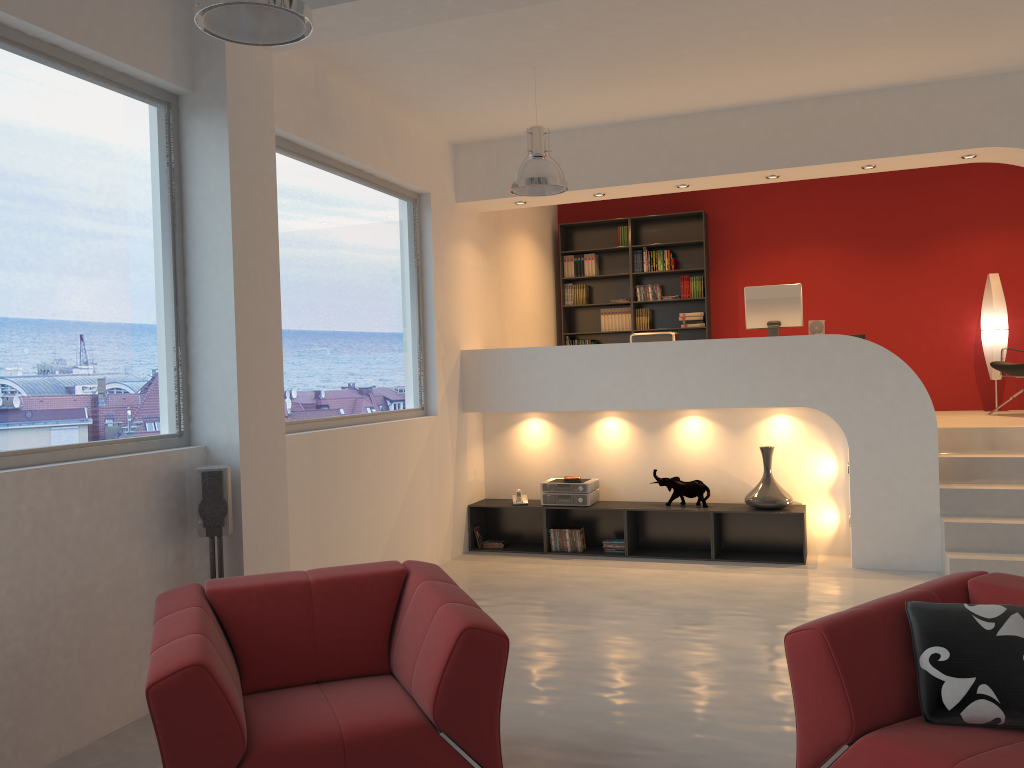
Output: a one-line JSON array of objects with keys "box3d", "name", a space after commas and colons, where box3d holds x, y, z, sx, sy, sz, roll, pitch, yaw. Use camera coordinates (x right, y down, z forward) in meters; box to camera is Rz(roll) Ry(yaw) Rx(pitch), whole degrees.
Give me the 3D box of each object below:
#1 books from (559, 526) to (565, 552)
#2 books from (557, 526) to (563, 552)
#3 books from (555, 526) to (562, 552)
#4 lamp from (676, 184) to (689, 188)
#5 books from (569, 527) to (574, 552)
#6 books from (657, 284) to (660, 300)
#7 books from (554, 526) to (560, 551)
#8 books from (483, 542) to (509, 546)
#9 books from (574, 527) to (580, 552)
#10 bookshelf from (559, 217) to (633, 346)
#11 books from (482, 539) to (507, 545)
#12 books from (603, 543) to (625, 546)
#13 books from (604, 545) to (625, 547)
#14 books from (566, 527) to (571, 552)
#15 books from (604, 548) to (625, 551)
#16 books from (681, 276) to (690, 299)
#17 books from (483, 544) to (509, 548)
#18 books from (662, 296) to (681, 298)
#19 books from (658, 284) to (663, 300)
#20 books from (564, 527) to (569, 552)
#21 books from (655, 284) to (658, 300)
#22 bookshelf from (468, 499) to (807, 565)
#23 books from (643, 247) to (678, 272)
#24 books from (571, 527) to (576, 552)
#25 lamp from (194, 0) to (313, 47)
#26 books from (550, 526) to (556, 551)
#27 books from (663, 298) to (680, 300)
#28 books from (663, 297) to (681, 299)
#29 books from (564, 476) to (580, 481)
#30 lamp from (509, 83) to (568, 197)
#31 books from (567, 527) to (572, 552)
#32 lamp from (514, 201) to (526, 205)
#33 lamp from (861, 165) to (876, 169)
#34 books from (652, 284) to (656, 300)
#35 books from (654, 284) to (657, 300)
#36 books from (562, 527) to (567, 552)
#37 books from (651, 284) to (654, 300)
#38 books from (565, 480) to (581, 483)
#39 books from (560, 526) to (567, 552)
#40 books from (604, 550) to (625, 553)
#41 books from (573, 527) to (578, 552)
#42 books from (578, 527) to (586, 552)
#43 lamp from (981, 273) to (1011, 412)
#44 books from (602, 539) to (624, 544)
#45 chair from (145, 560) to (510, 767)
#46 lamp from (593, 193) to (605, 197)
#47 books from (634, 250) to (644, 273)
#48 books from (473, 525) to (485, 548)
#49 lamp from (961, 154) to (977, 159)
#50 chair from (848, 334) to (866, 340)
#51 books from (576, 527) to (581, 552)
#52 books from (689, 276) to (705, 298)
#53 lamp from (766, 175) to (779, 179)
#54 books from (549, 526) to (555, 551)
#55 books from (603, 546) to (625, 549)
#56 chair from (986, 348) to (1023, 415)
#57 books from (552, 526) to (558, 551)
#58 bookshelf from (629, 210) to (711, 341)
[{"box3d": [0.434, 1.313, 7.516, 0.031, 0.190, 0.135, -2, 1, 20], "name": "books"}, {"box3d": [0.419, 1.313, 7.521, 0.031, 0.190, 0.135, -2, 1, 20], "name": "books"}, {"box3d": [0.405, 1.314, 7.526, 0.031, 0.190, 0.135, -2, 1, 20], "name": "books"}, {"box3d": [1.386, -1.602, 7.193, 0.105, 0.011, 0.105, -2, 1, 9], "name": "lamp"}, {"box3d": [0.518, 1.311, 7.485, 0.031, 0.190, 0.135, -2, 1, 20], "name": "books"}, {"box3d": [1.648, -1.019, 9.926, 0.031, 0.190, 0.135, -2, 1, 20], "name": "books"}, {"box3d": [0.391, 1.314, 7.531, 0.031, 0.190, 0.135, -2, 1, 20], "name": "books"}, {"box3d": [-0.137, 1.401, 7.780, 0.190, 0.015, 0.135, -2, 1, 20], "name": "books"}, {"box3d": [0.560, 1.309, 7.469, 0.031, 0.190, 0.135, -2, 1, 20], "name": "books"}, {"box3d": [1.002, -0.732, 10.113, 0.816, 2.213, 0.305, -2, 1, 20], "name": "bookshelf"}, {"box3d": [-0.153, 1.387, 7.786, 0.190, 0.015, 0.135, -2, 1, 20], "name": "books"}, {"box3d": [0.868, 1.328, 7.403, 0.190, 0.015, 0.135, -2, 1, 20], "name": "books"}, {"box3d": [0.874, 1.343, 7.409, 0.190, 0.015, 0.135, -2, 1, 20], "name": "books"}, {"box3d": [0.490, 1.311, 7.495, 0.031, 0.190, 0.135, -2, 1, 20], "name": "books"}, {"box3d": [0.879, 1.372, 7.408, 0.190, 0.015, 0.135, -2, 1, 20], "name": "books"}, {"box3d": [1.929, -1.060, 9.814, 0.090, 0.256, 0.181, -2, 1, 20], "name": "books"}, {"box3d": [-0.142, 1.417, 7.782, 0.190, 0.015, 0.135, -2, 1, 20], "name": "books"}, {"box3d": [1.780, -0.965, 9.879, 0.190, 0.015, 0.135, -2, 1, 25], "name": "books"}, {"box3d": [1.662, -1.020, 9.921, 0.031, 0.190, 0.135, -2, 1, 20], "name": "books"}, {"box3d": [0.476, 1.312, 7.500, 0.031, 0.190, 0.135, -2, 1, 20], "name": "books"}, {"box3d": [1.634, -1.019, 9.931, 0.031, 0.190, 0.135, -2, 1, 20], "name": "books"}, {"box3d": [0.992, 1.206, 7.386, 2.764, 0.397, 0.405, -2, 1, 20], "name": "bookshelf"}, {"box3d": [1.651, -1.384, 9.884, 0.341, 0.286, 0.231, -2, 1, 20], "name": "books"}, {"box3d": [0.532, 1.310, 7.480, 0.031, 0.190, 0.135, -2, 1, 20], "name": "books"}, {"box3d": [-0.871, -1.595, 2.953, 0.379, 0.800, 0.379, -2, 1, -41], "name": "lamp"}, {"box3d": [0.363, 1.315, 7.542, 0.031, 0.190, 0.135, -2, 1, 20], "name": "books"}, {"box3d": [1.785, -0.936, 9.878, 0.190, 0.015, 0.135, -2, 1, 15], "name": "books"}, {"box3d": [1.790, -0.951, 9.876, 0.190, 0.015, 0.135, -2, 1, 20], "name": "books"}, {"box3d": [0.512, 0.802, 7.534, 0.135, 0.015, 0.190, -2, 1, 5], "name": "books"}, {"box3d": [0.161, -1.658, 5.769, 0.379, 0.800, 0.379, -2, 1, -9], "name": "lamp"}, {"box3d": [0.504, 1.311, 7.490, 0.031, 0.190, 0.135, -2, 1, 20], "name": "books"}, {"box3d": [0.072, -1.565, 7.675, 0.105, 0.011, 0.105, -2, 1, 24], "name": "lamp"}, {"box3d": [2.700, -1.640, 6.710, 0.105, 0.011, 0.105, -2, 1, 9], "name": "lamp"}, {"box3d": [1.606, -1.018, 9.942, 0.031, 0.190, 0.135, -2, 1, 20], "name": "books"}, {"box3d": [1.620, -1.018, 9.936, 0.031, 0.190, 0.135, -2, 1, 20], "name": "books"}, {"box3d": [0.462, 1.312, 7.506, 0.031, 0.190, 0.135, -2, 1, 20], "name": "books"}, {"box3d": [1.592, -1.018, 9.947, 0.031, 0.190, 0.135, -2, 1, 20], "name": "books"}, {"box3d": [0.512, 0.817, 7.524, 0.135, 0.015, 0.190, -2, 1, 0], "name": "books"}, {"box3d": [0.448, 1.313, 7.511, 0.031, 0.190, 0.135, -2, 1, 20], "name": "books"}, {"box3d": [0.874, 1.388, 7.410, 0.190, 0.015, 0.135, -2, 1, 15], "name": "books"}, {"box3d": [0.546, 1.310, 7.475, 0.031, 0.190, 0.135, -2, 1, 20], "name": "books"}, {"box3d": [0.588, 1.309, 7.459, 0.031, 0.190, 0.135, -2, 1, 20], "name": "books"}, {"box3d": [4.741, -0.406, 8.706, 0.237, 1.349, 0.237, -2, 1, 28], "name": "lamp"}, {"box3d": [0.860, 1.313, 7.413, 0.190, 0.015, 0.135, -2, 1, 15], "name": "books"}, {"box3d": [-0.688, 1.133, 3.240, 1.288, 0.738, 0.951, -2, 1, -20], "name": "chair"}, {"box3d": [0.729, -1.584, 7.434, 0.105, 0.011, 0.105, -2, 1, 9], "name": "lamp"}, {"box3d": [1.437, -1.363, 9.987, 0.090, 0.256, 0.181, -2, 1, 20], "name": "books"}, {"box3d": [-0.286, 1.339, 7.780, 0.063, 0.187, 0.135, -2, 1, 20], "name": "books"}, {"box3d": [3.339, -1.658, 6.476, 0.105, 0.011, 0.105, -2, 1, 9], "name": "lamp"}, {"box3d": [2.968, -0.070, 8.467, 0.664, 0.795, 0.768, -1, 1, 40], "name": "chair"}, {"box3d": [0.574, 1.309, 7.464, 0.031, 0.190, 0.135, -2, 1, 20], "name": "books"}, {"box3d": [2.042, -1.055, 9.772, 0.146, 0.240, 0.170, -2, 1, 20], "name": "books"}, {"box3d": [2.043, -1.621, 6.951, 0.105, 0.011, 0.105, -2, 1, 9], "name": "lamp"}, {"box3d": [0.349, 1.315, 7.547, 0.031, 0.190, 0.135, -2, 1, 20], "name": "books"}, {"box3d": [0.869, 1.358, 7.411, 0.190, 0.015, 0.135, -2, 1, 25], "name": "books"}, {"box3d": [4.762, -0.122, 7.871, 0.768, 0.795, 0.664, -2, 1, -5], "name": "chair"}, {"box3d": [0.377, 1.315, 7.537, 0.031, 0.190, 0.135, -2, 1, 20], "name": "books"}, {"box3d": [1.768, -0.754, 9.832, 0.816, 2.213, 0.305, -2, 1, 20], "name": "bookshelf"}]
